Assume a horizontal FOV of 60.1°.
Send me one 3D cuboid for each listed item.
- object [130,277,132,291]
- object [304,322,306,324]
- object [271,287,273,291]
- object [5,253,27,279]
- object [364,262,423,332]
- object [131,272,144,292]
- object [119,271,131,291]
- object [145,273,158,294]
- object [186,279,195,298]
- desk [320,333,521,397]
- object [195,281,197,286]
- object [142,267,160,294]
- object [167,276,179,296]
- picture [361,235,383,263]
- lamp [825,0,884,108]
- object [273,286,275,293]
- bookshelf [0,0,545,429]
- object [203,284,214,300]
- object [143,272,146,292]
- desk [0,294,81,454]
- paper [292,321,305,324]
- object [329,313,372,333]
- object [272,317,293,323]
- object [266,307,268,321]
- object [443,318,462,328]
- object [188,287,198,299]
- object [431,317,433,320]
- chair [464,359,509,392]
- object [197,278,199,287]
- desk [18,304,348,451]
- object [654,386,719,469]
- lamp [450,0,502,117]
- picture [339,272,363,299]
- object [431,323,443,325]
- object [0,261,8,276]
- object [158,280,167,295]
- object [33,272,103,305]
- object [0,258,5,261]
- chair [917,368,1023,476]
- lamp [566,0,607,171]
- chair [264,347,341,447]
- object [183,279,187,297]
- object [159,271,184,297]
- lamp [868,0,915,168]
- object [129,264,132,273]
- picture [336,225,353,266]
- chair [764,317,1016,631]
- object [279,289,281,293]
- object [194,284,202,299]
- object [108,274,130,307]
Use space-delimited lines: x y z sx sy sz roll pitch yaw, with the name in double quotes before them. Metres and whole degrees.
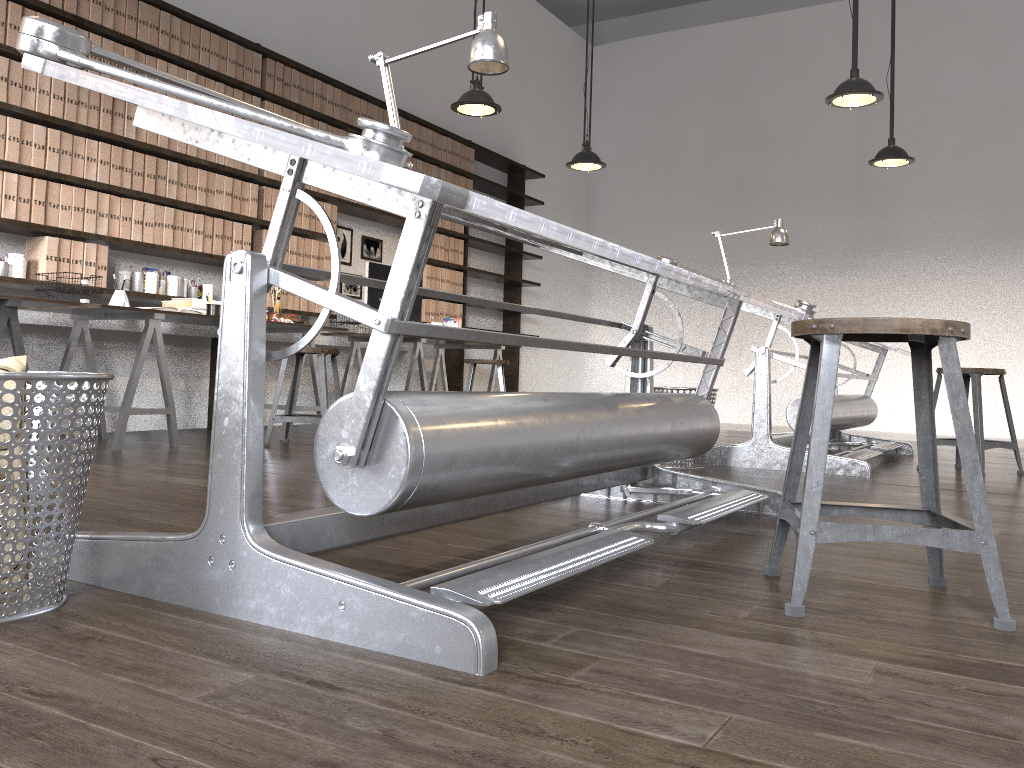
"object" -2.129 -0.550 4.987 0.054 0.101 0.054 1 -2 30
"object" -1.314 -0.369 5.548 0.049 0.037 0.049 1 -1 34
"object" -1.478 -0.536 5.499 0.053 0.182 0.006 3 -3 -17
"object" -2.432 -0.571 4.338 0.094 0.128 0.094 1 -2 37
"object" -0.889 -0.596 6.491 0.204 0.519 0.642 1 -1 30
"object" -2.079 -0.561 4.918 0.062 0.118 0.063 3 -2 -19
"object" -2.144 -0.563 4.902 0.062 0.119 0.062 3 -2 -19
"object" -2.013 -0.559 4.943 0.062 0.119 0.062 2 -2 -10
"object" -1.964 -0.563 5.337 0.095 0.130 0.094 1 -2 17
"desk" -0.636 0.002 6.677 0.656 0.671 1.665 1 0 30
"object" -1.890 -0.559 5.264 0.035 0.104 0.004 1 -3 29
"object" -2.062 -0.578 5.045 0.094 0.162 0.094 1 -2 26
"object" -1.943 -0.558 5.070 0.062 0.119 0.061 2 -2 -1
"picture" -1.104 -1.058 6.950 0.023 0.184 0.250 0 -1 30
"lamp" 1.963 -2.722 5.037 0.310 2.258 0.312 4 -3 -35
"object" -1.470 -0.547 5.487 0.007 0.214 0.055 0 -3 37
"bookshelf" -2.190 -0.592 4.935 0.373 3.213 9.161 0 -1 30
"object" -1.812 -0.545 5.278 0.062 0.096 0.062 3 -2 -28
"object" -2.067 -0.562 4.974 0.044 0.128 0.045 1 -3 31
"desk" -2.603 -0.043 3.310 0.656 0.671 1.665 1 0 30
"paper" -1.316 -0.368 5.421 0.155 0.038 0.137 2 0 -45
"object" -1.127 -0.426 6.204 0.204 0.161 0.283 2 0 22
"object" -1.364 -0.372 5.297 0.132 0.051 0.197 2 0 1
"object" -1.501 -0.409 5.358 0.049 0.112 0.049 0 -3 34
"object" -0.472 -0.417 6.983 0.145 0.196 0.143 2 -2 3
"object" -1.899 -0.537 5.280 0.054 0.081 0.053 1 -2 21
"object" -0.627 -0.433 7.041 0.045 0.205 0.007 1 -3 11
"chair" -0.190 0.092 6.278 0.371 0.529 0.358 2 -2 -1
"object" -1.876 -0.567 5.275 0.029 0.135 0.004 1 -3 26
"desk" -1.715 -0.023 4.831 0.656 0.671 1.665 1 0 30
"object" 0.795 0.204 4.195 0.352 0.379 0.353 3 -2 -38
"lamp" -0.182 -2.796 5.444 0.310 2.258 0.312 4 -3 -35
"picture" -1.228 -0.746 6.740 0.023 0.184 0.250 0 -1 30
"object" -0.583 -0.400 6.851 0.094 0.145 0.094 3 -2 -34
"object" -2.502 -0.557 4.296 0.181 0.093 0.062 2 -1 44
"object" -2.021 -0.547 5.110 0.053 0.101 0.054 4 -3 -43
"object" -2.145 -0.448 4.281 0.284 0.161 0.203 2 -1 30
"object" -2.493 -0.561 4.303 0.044 0.101 0.045 0 -3 33
"chair" 2.309 0.186 4.466 0.371 0.529 0.358 3 -2 -31
"lamp" 0.601 -2.778 6.784 0.310 2.258 0.312 4 -3 -35
"chair" -1.080 0.072 4.703 0.358 0.529 0.371 2 -2 4
"object" -1.944 -0.559 5.206 0.062 0.119 0.061 2 -2 -1
"object" -2.007 -0.577 5.161 0.205 0.162 0.094 1 -2 32
"lamp" 2.746 -2.704 6.376 0.313 2.258 0.310 1 -3 10
"object" -2.132 -0.588 4.971 0.009 0.169 0.041 0 -3 34
"picture" -1.274 -1.041 6.661 0.022 0.285 0.201 0 -2 30
"chair" 0.688 0.149 1.676 0.372 0.529 0.357 2 -2 9
"object" -1.459 -0.535 5.501 0.071 0.186 0.008 3 -3 -17
"object" -1.895 -0.548 5.342 0.045 0.102 0.044 1 -2 22
"object" -2.065 -0.471 4.664 0.101 0.209 0.101 2 -2 -15
